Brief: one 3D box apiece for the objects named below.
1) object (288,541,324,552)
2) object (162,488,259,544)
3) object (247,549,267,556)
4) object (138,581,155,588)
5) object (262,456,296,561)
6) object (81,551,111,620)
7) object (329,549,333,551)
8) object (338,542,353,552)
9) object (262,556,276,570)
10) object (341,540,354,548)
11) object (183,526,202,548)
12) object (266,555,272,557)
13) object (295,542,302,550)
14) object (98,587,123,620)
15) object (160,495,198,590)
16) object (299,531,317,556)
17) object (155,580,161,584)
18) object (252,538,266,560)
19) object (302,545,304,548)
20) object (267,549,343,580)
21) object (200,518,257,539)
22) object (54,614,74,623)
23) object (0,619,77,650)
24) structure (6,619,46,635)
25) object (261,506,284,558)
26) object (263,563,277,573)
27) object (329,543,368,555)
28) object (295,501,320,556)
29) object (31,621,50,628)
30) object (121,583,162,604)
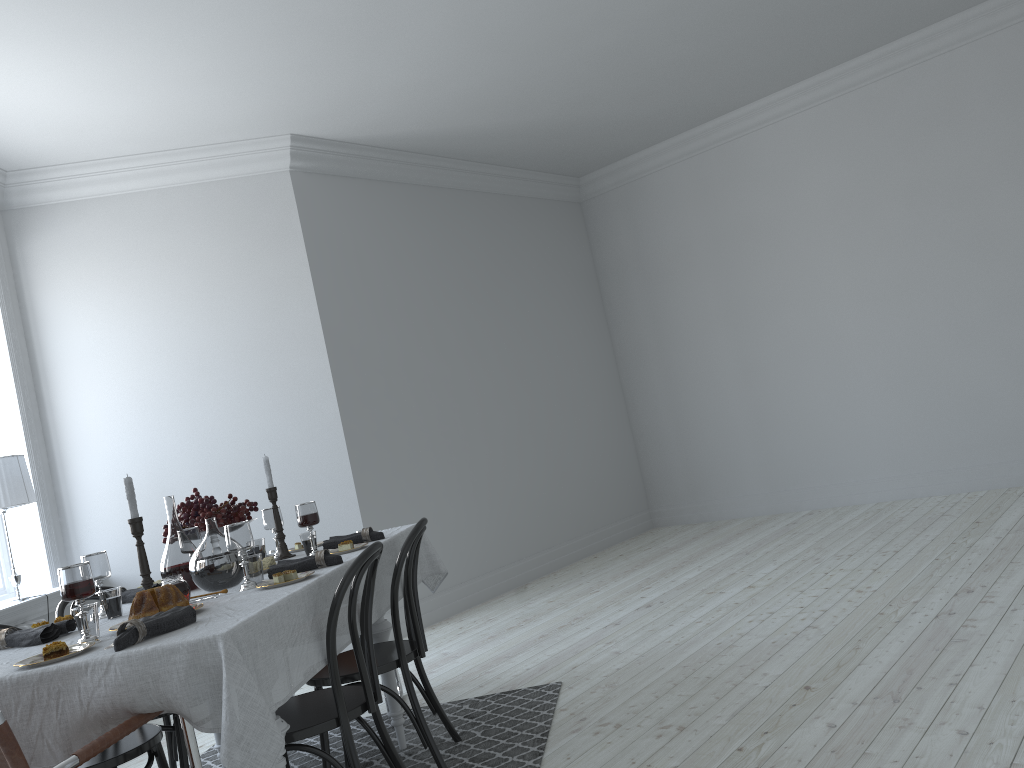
[{"bbox_3d":[-0.919,0.728,3.952,0.182,0.013,0.182,-10,-4,-41],"label":"object"},{"bbox_3d":[-1.256,0.529,3.709,0.347,0.215,0.318,-12,-3,2],"label":"object"},{"bbox_3d":[-1.185,0.762,3.933,0.165,0.061,0.247,-12,-3,-11],"label":"object"},{"bbox_3d":[-1.428,0.801,3.477,0.040,0.039,0.077,-13,-3,9],"label":"object"},{"bbox_3d":[-0.989,0.514,3.700,0.089,0.432,0.089,-11,-4,-28],"label":"object"},{"bbox_3d":[-1.365,0.668,2.936,0.083,0.215,0.083,-15,-4,44],"label":"object"},{"bbox_3d":[-0.665,0.649,3.509,0.131,0.012,0.031,-13,-3,7],"label":"object"},{"bbox_3d":[-0.634,0.621,3.380,0.057,0.037,0.021,-13,-3,20],"label":"object"},{"bbox_3d":[-0.909,0.663,3.276,0.039,0.040,0.078,-13,-3,14],"label":"object"},{"bbox_3d":[-0.635,0.623,3.421,0.051,0.039,0.036,-12,-3,-11],"label":"object"},{"bbox_3d":[-1.243,0.670,3.462,0.083,0.215,0.083,-14,-4,34],"label":"object"},{"bbox_3d":[-1.068,0.760,3.923,0.031,0.012,0.131,-12,-3,2],"label":"object"},{"bbox_3d":[-0.948,0.720,3.934,0.021,0.037,0.057,-11,-4,-30],"label":"object"},{"bbox_3d":[-1.276,0.703,2.834,0.066,0.094,0.066,-14,-4,28],"label":"object"},{"bbox_3d":[-1.215,0.580,3.226,0.152,0.352,0.152,-12,-3,0],"label":"object"},{"bbox_3d":[-0.807,0.639,3.541,0.066,0.094,0.066,-14,-4,28],"label":"object"},{"bbox_3d":[-1.387,0.790,3.471,0.039,0.040,0.078,-13,-3,14],"label":"object"},{"bbox_3d":[-1.087,0.715,3.809,0.066,0.094,0.066,-14,-4,28],"label":"object"},{"bbox_3d":[-0.915,0.724,3.962,0.057,0.021,0.037,-15,-4,39],"label":"object"},{"bbox_3d":[-0.705,0.608,3.036,0.247,0.061,0.165,-12,-3,-11],"label":"object"},{"bbox_3d":[-1.229,0.691,3.691,0.367,0.188,0.367,-12,-3,-9],"label":"object"},{"bbox_3d":[-1.450,0.770,2.873,0.057,0.041,0.038,-12,-3,-9],"label":"object"},{"bbox_3d":[-1.446,0.747,2.626,0.247,0.061,0.165,-12,-3,-11],"label":"object"},{"bbox_3d":[-2.490,1.572,3.848,0.245,0.753,1.710,-12,-3,2],"label":"structure"},{"bbox_3d":[-1.026,0.644,3.844,0.083,0.215,0.083,-15,-4,44],"label":"object"},{"bbox_3d":[-0.989,0.706,3.292,0.251,0.018,0.251,-15,-4,39],"label":"object"},{"bbox_3d":[-0.638,0.636,3.391,0.182,0.013,0.182,-10,-4,-36],"label":"object"},{"bbox_3d":[-0.783,0.568,3.446,0.083,0.215,0.083,-15,-4,44],"label":"object"},{"bbox_3d":[-1.513,0.783,2.849,0.036,0.039,0.051,-13,-3,16],"label":"object"},{"bbox_3d":[-1.381,0.767,3.236,0.247,0.061,0.165,-12,-3,-11],"label":"object"}]
